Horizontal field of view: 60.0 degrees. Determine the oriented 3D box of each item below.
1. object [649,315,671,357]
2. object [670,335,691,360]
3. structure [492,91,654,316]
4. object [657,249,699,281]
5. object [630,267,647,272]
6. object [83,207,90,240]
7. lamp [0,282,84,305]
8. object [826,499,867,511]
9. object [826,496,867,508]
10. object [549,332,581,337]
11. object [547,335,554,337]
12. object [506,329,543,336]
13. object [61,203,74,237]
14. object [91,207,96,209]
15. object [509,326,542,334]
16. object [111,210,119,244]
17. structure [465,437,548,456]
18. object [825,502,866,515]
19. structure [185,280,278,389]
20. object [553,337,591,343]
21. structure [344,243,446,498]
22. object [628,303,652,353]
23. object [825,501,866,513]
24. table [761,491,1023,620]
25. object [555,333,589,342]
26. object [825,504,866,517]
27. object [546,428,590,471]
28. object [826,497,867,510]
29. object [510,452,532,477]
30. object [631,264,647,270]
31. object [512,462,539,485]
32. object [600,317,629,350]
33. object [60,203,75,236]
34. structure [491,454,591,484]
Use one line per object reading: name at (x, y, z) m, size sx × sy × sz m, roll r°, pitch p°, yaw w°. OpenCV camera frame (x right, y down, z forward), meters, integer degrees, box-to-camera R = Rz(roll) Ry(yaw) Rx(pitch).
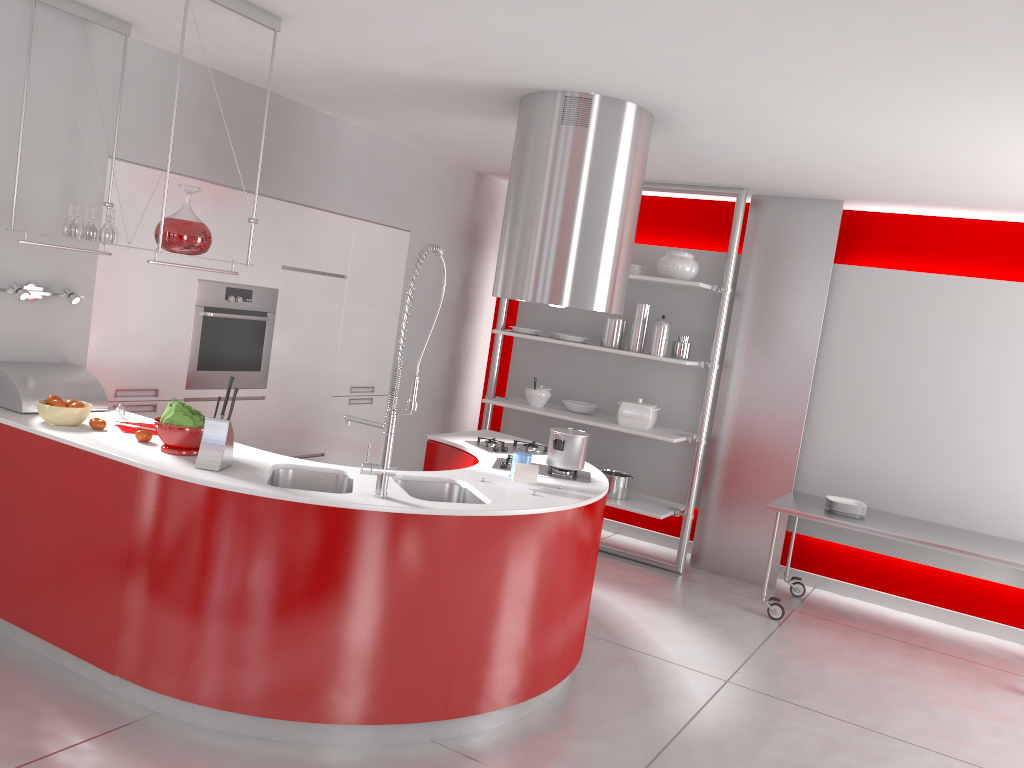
object at (0.990, -0.323, 5.908) m, size 0.115 × 0.274 × 0.115 m, roll 10°, pitch 5°, yaw 22°
object at (1.153, -0.251, 6.032) m, size 0.127 × 0.157 × 0.127 m, roll 12°, pitch 6°, yaw 39°
structure at (0.290, -0.848, 4.302) m, size 0.644 × 0.958 × 0.644 m, roll 8°, pitch 5°, yaw -5°
object at (1.129, -0.803, 6.024) m, size 0.287 × 0.222 × 0.287 m, roll 7°, pitch 5°, yaw -17°
object at (0.814, -0.795, 6.163) m, size 0.200 × 0.030 × 0.200 m, roll 11°, pitch 6°, yaw 29°
object at (-1.830, -0.689, 3.811) m, size 0.060 × 0.141 × 0.060 m, roll 11°, pitch 6°, yaw 29°
lamp at (-2.068, -0.396, 3.900) m, size 0.155 × 0.081 × 0.454 m, roll 11°, pitch 6°, yaw 29°
object at (2.013, 0.736, 5.352) m, size 0.228 × 0.020 × 0.228 m, roll 9°, pitch 5°, yaw 11°
object at (2.016, 0.716, 5.350) m, size 0.228 × 0.020 × 0.228 m, roll 9°, pitch 5°, yaw 11°
object at (0.389, -0.349, 6.543) m, size 0.244 × 0.042 × 0.244 m, roll 10°, pitch 5°, yaw 21°
object at (0.387, -0.335, 6.545) m, size 0.280 × 0.015 × 0.280 m, roll 6°, pitch 5°, yaw -24°
object at (0.097, -0.370, 6.453) m, size 0.280 × 0.015 × 0.280 m, roll 6°, pitch 5°, yaw -24°
object at (-1.816, -0.673, 3.649) m, size 0.060 × 0.141 × 0.060 m, roll 9°, pitch 5°, yaw 6°
object at (-1.773, -0.674, 3.744) m, size 0.060 × 0.141 × 0.060 m, roll 11°, pitch 6°, yaw 29°
object at (0.099, -0.384, 6.451) m, size 0.244 × 0.042 × 0.244 m, roll 10°, pitch 5°, yaw 13°
object at (-1.677, -0.658, 3.718) m, size 0.060 × 0.141 × 0.060 m, roll 11°, pitch 6°, yaw 29°
structure at (0.018, 0.324, 4.651) m, size 0.457 × 0.037 × 0.303 m, roll 5°, pitch 6°, yaw -31°
object at (2.010, 0.756, 5.353) m, size 0.228 × 0.020 × 0.228 m, roll 9°, pitch 5°, yaw 11°
structure at (-1.555, -0.262, 4.996) m, size 0.050 × 0.589 × 0.599 m, roll 11°, pitch 6°, yaw 29°
object at (0.418, -0.305, 6.257) m, size 0.280 × 0.015 × 0.280 m, roll 5°, pitch 6°, yaw -32°
structure at (-0.413, -0.059, 3.182) m, size 0.308 × 0.920 × 0.178 m, roll 7°, pitch 5°, yaw -18°
object at (0.868, -0.379, 6.032) m, size 0.109 × 0.329 × 0.110 m, roll 11°, pitch 6°, yaw 27°
object at (2.011, 0.746, 5.353) m, size 0.228 × 0.020 × 0.228 m, roll 9°, pitch 5°, yaw 11°
table at (2.333, 1.182, 5.222) m, size 1.627 × 0.682 × 0.749 m, roll 11°, pitch 6°, yaw 30°
object at (0.420, -0.319, 6.256) m, size 0.244 × 0.042 × 0.244 m, roll 10°, pitch 5°, yaw 13°
object at (2.008, 0.766, 5.354) m, size 0.228 × 0.020 × 0.228 m, roll 9°, pitch 5°, yaw 11°
object at (0.258, 0.294, 4.117) m, size 0.189 × 0.185 × 0.218 m, roll 8°, pitch 5°, yaw -9°
object at (2.014, 0.726, 5.351) m, size 0.228 × 0.020 × 0.228 m, roll 9°, pitch 5°, yaw 11°
object at (0.040, 0.348, 3.823) m, size 0.080 × 0.100 × 0.109 m, roll 9°, pitch 5°, yaw 2°
object at (0.816, -0.811, 6.161) m, size 0.200 × 0.030 × 0.200 m, roll 11°, pitch 6°, yaw 29°
object at (0.056, 0.370, 3.696) m, size 0.100 × 0.080 × 0.109 m, roll 8°, pitch 5°, yaw -1°
object at (0.707, -0.354, 6.173) m, size 0.184 × 0.205 × 0.172 m, roll 12°, pitch 6°, yaw 34°
object at (-1.863, -0.687, 3.732) m, size 0.060 × 0.141 × 0.060 m, roll 11°, pitch 6°, yaw 29°
structure at (0.145, 0.388, 4.136) m, size 0.457 × 0.037 × 0.303 m, roll 9°, pitch 5°, yaw 4°
